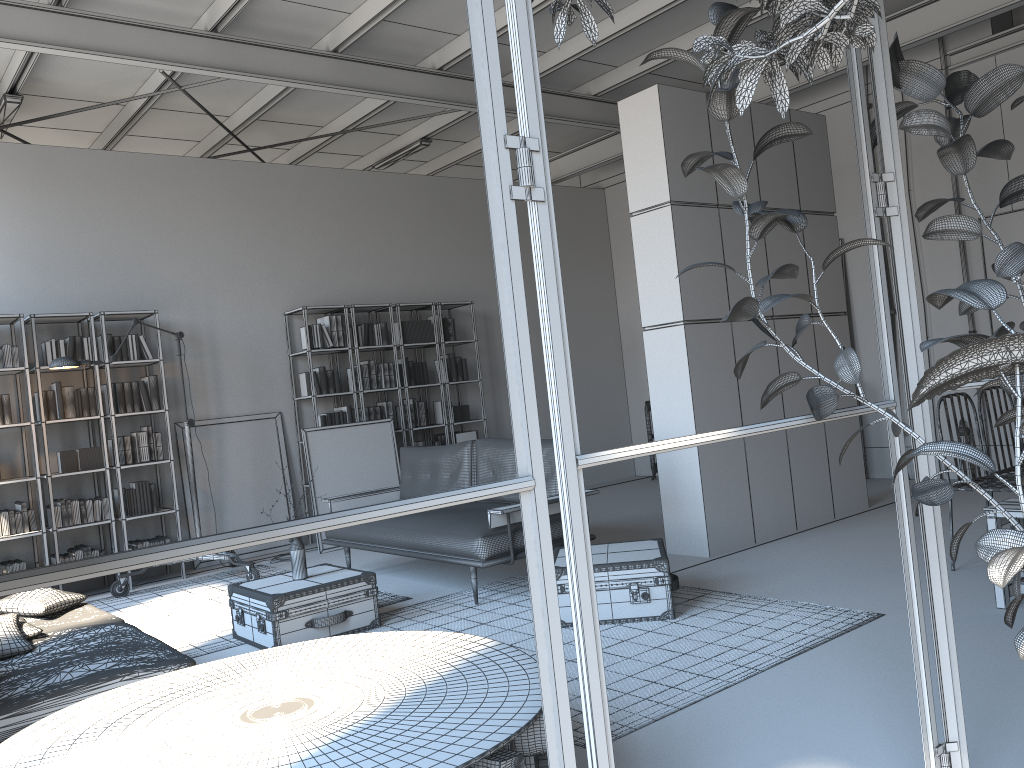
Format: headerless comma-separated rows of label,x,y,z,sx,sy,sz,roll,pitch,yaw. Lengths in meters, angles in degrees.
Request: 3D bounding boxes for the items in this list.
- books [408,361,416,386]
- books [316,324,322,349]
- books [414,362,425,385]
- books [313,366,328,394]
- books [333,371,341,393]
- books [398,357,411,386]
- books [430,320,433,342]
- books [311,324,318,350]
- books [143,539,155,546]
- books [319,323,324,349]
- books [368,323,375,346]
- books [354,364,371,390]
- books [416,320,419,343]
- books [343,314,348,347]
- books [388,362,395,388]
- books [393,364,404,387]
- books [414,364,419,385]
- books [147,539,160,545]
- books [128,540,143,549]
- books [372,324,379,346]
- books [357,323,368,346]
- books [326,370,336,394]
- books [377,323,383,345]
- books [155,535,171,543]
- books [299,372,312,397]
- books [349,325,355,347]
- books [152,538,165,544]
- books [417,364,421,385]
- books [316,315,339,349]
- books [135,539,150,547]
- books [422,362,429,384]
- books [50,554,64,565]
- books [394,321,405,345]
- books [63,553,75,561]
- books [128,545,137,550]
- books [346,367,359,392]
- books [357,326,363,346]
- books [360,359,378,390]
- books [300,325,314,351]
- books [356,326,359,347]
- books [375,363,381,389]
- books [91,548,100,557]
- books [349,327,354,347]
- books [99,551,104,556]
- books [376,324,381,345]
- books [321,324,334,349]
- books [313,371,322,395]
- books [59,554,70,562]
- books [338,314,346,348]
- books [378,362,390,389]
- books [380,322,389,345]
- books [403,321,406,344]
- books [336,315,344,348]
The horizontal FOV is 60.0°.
books,-1.088,-0.098,9.210,0.091,0.266,0.195,-6,-1,-38
books,-1.876,-0.445,8.431,0.032,0.231,0.179,-6,-1,-38
books,-0.991,-0.097,9.282,0.057,0.244,0.180,-6,-1,-38
books,-1.850,-0.023,8.543,0.065,0.278,0.204,-6,-1,-38
books,-1.734,-0.005,8.652,0.052,0.223,0.164,-6,-1,-38
books,-1.123,-0.116,9.140,0.038,0.304,0.224,-6,-1,-38
books,-0.885,-0.541,9.236,0.016,0.240,0.182,-6,-1,-38
books,-1.900,-0.443,8.412,0.032,0.231,0.179,-6,-1,-38
books,-3.060,1.403,7.471,0.040,0.176,0.242,-6,-1,-38
books,-1.855,-0.450,8.448,0.022,0.236,0.186,-6,-1,-38
books,-1.451,-0.482,8.893,0.057,0.242,0.178,-6,-1,-38
books,-1.496,-0.058,8.787,0.091,0.265,0.193,-6,-1,-38
books,-1.020,-0.527,9.129,0.016,0.240,0.182,-6,-1,-38
books,-1.687,-0.508,8.688,0.033,0.326,0.303,-6,-1,-38
books,-1.268,-0.082,8.983,0.062,0.265,0.193,-6,-1,-38
books,-1.190,-0.076,9.139,0.057,0.244,0.180,-6,-1,-38
books,-1.027,-0.084,9.225,0.022,0.227,0.165,-6,-1,-38
books,-3.029,1.400,7.496,0.040,0.176,0.242,-6,-1,-38
books,-3.147,1.408,7.421,0.047,0.184,0.271,-6,-1,-38
books,-1.412,-0.476,8.921,0.035,0.229,0.196,-6,-1,-38
books,-1.490,-0.477,8.837,0.077,0.244,0.178,-6,-1,-39
books,-1.795,-0.009,8.608,0.083,0.242,0.178,-6,-1,-38
books,-1.371,-0.485,8.954,0.027,0.238,0.180,-6,-1,-38
books,-2.971,1.390,7.561,0.047,0.184,0.271,-6,-1,-38
books,-1.963,0.008,8.474,0.057,0.242,0.178,-6,-1,-38
books,-1.601,-0.461,8.785,0.029,0.231,0.173,-6,-1,-38
books,-2.998,1.396,7.521,0.040,0.176,0.242,-6,-1,-38
books,-1.010,-0.086,9.240,0.022,0.227,0.165,-6,-1,-38
books,-1.799,-0.495,8.605,0.068,0.318,0.319,-6,-1,-38
books,-3.104,1.403,7.449,0.056,0.185,0.260,-6,-1,-38
books,-0.951,-0.100,9.328,0.057,0.244,0.180,-6,-1,-38
books,-3.635,1.459,7.097,0.047,0.184,0.271,-6,-1,-38
books,-1.155,-0.513,9.022,0.016,0.240,0.182,-6,-1,-38
books,-3.561,1.455,7.138,0.040,0.176,0.242,-6,-1,-38
books,-3.170,1.423,7.385,0.033,0.158,0.241,-6,-1,-38
books,-1.561,-0.041,8.739,0.057,0.244,0.178,-6,-1,-38
books,-1.546,-0.460,8.814,0.039,0.222,0.161,-6,-1,-38
books,-1.440,-0.085,8.859,0.071,0.303,0.222,-6,-1,-38
books,-1.940,-0.436,8.392,0.052,0.223,0.164,-6,-1,-38
books,-1.569,-0.458,8.796,0.019,0.224,0.168,-6,-1,-38
books,-1.381,-0.069,8.906,0.084,0.267,0.193,-6,-1,-37
books,-3.430,1.438,7.253,0.056,0.185,0.260,-6,-1,-38
books,-1.624,-0.447,8.752,0.043,0.213,0.154,-6,-1,-38
books,-3.373,1.446,7.286,0.069,0.157,0.241,-6,-1,-37
books,-1.390,-0.480,8.939,0.023,0.232,0.187,-6,-1,-38
books,-1.805,-0.449,8.486,0.107,0.229,0.184,-6,-1,-38
books,-1.900,0.002,8.499,0.077,0.244,0.178,-6,-1,-37
books,-3.592,1.459,7.113,0.040,0.176,0.242,-6,-1,-38
books,-1.708,-0.507,8.658,0.027,0.326,0.272,-6,-1,-38
books,-1.311,-0.077,8.934,0.062,0.265,0.193,-6,-1,-38
books,-1.329,-0.494,8.990,0.083,0.242,0.178,-6,-1,-38
books,-1.143,-0.514,9.032,0.016,0.240,0.182,-6,-1,-38
books,-1.751,-0.501,8.644,0.056,0.315,0.317,-6,-1,-38
